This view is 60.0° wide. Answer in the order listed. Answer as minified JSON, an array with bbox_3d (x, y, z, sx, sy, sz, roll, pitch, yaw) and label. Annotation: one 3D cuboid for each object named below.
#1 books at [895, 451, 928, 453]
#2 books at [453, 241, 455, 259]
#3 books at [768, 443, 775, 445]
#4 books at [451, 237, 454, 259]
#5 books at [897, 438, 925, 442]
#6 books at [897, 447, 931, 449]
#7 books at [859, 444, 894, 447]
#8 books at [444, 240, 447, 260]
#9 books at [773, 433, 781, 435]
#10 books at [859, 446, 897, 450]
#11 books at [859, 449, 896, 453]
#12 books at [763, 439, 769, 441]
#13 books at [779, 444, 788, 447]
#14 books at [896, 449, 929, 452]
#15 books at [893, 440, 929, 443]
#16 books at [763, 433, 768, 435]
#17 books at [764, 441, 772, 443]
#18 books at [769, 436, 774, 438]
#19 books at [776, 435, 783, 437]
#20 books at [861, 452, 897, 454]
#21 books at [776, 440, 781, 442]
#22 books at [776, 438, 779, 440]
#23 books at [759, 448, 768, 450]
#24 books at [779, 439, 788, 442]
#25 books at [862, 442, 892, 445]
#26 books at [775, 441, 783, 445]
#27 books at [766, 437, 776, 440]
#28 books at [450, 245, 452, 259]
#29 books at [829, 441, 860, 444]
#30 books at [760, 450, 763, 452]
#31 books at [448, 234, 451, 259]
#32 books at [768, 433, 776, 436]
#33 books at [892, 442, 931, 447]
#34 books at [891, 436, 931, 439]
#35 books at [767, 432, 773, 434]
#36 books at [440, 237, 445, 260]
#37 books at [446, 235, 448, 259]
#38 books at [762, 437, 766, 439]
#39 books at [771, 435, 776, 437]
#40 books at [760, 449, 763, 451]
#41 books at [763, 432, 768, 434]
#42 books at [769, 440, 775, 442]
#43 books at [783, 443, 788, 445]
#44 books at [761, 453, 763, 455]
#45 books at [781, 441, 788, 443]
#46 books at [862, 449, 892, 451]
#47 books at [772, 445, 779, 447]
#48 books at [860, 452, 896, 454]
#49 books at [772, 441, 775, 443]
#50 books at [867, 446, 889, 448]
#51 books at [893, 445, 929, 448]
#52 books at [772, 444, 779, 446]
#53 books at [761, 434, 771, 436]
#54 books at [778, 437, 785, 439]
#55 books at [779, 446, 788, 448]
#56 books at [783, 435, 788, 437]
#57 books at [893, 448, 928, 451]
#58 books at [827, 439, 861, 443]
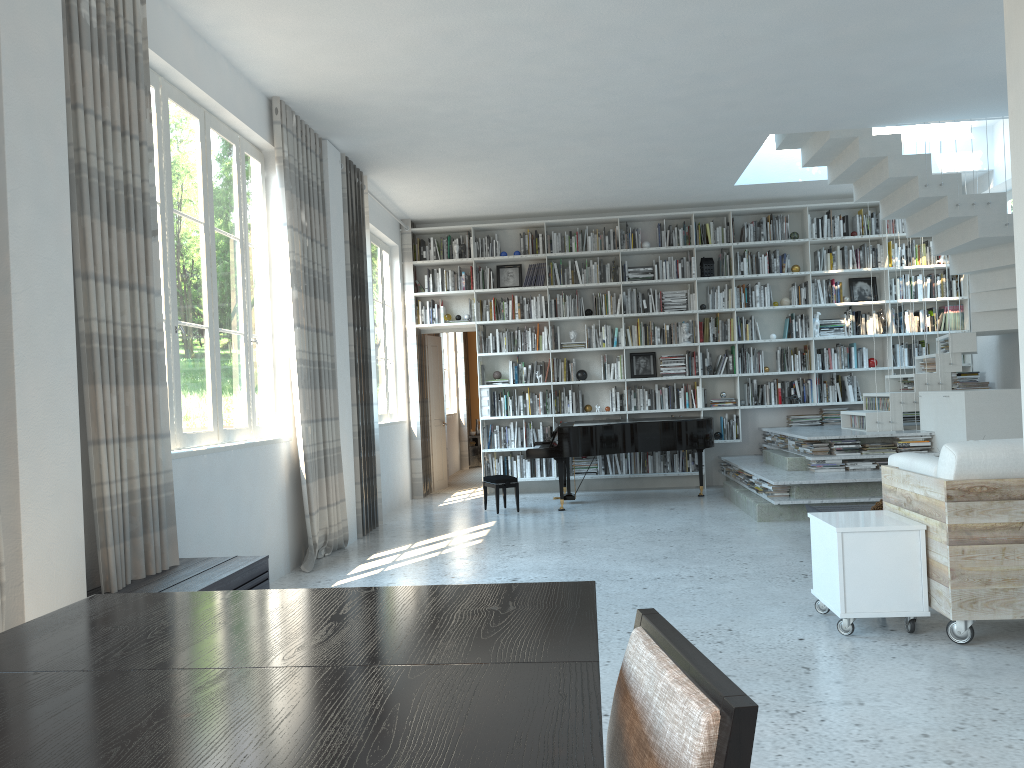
[{"bbox_3d":[3.597,0.606,7.991,0.220,0.011,0.177,-3,-1,3],"label":"books"},{"bbox_3d":[-0.671,-1.549,10.424,0.021,0.226,0.156,-3,0,5],"label":"books"},{"bbox_3d":[2.936,0.658,9.771,0.173,0.017,0.233,-3,-1,4],"label":"books"},{"bbox_3d":[-0.689,-1.573,10.426,0.013,0.275,0.158,-3,0,5],"label":"books"},{"bbox_3d":[3.592,0.500,7.993,0.192,0.024,0.167,-3,-1,10],"label":"books"},{"bbox_3d":[3.594,0.572,7.982,0.281,0.008,0.181,-3,-1,10],"label":"books"},{"bbox_3d":[3.297,0.553,8.021,0.245,0.013,0.172,-3,-1,4],"label":"books"},{"bbox_3d":[-0.776,-1.560,10.441,0.030,0.257,0.130,-3,0,5],"label":"books"},{"bbox_3d":[2.901,0.534,9.468,0.165,0.015,0.243,-3,-1,0],"label":"books"},{"bbox_3d":[3.296,0.577,8.004,0.273,0.014,0.187,-3,-1,0],"label":"books"},{"bbox_3d":[3.300,0.606,8.034,0.293,0.014,0.134,-3,-1,2],"label":"books"},{"bbox_3d":[2.953,0.630,10.062,0.175,0.017,0.265,-3,-1,8],"label":"books"},{"bbox_3d":[2.881,0.632,9.182,0.178,0.014,0.247,-3,-1,3],"label":"books"},{"bbox_3d":[3.597,0.596,8.001,0.259,0.009,0.152,-3,-1,2],"label":"books"},{"bbox_3d":[3.592,0.518,7.986,0.261,0.012,0.179,-3,-1,9],"label":"books"},{"bbox_3d":[2.958,0.563,10.061,0.167,0.008,0.234,-3,-1,4],"label":"books"},{"bbox_3d":[2.962,0.647,10.061,0.163,0.017,0.232,-3,-1,7],"label":"books"},{"bbox_3d":[2.931,0.579,9.771,0.171,0.007,0.206,-3,-1,7],"label":"books"},{"bbox_3d":[2.914,0.547,9.467,0.149,0.013,0.220,-3,-1,8],"label":"books"},{"bbox_3d":[3.299,0.622,8.014,0.291,0.007,0.174,-3,-1,8],"label":"books"},{"bbox_3d":[2.918,0.606,9.467,0.154,0.018,0.221,-3,-1,4],"label":"books"},{"bbox_3d":[2.921,0.591,9.467,0.150,0.013,0.215,-3,-1,5],"label":"books"},{"bbox_3d":[2.923,0.735,10.099,0.184,0.006,0.262,-3,-1,6],"label":"books"},{"bbox_3d":[2.880,0.582,9.182,0.179,0.017,0.293,-3,-1,6],"label":"books"},{"bbox_3d":[3.296,0.541,8.014,0.203,0.011,0.173,-3,-1,0],"label":"books"},{"bbox_3d":[2.907,0.627,9.468,0.164,0.023,0.242,-3,-1,9],"label":"books"},{"bbox_3d":[2.921,0.597,9.772,0.189,0.030,0.237,-3,-1,2],"label":"books"},{"bbox_3d":[-0.706,-1.528,10.421,0.024,0.187,0.159,-3,0,5],"label":"books"},{"bbox_3d":[3.016,0.528,8.045,0.228,0.009,0.159,-3,-1,1],"label":"books"},{"bbox_3d":[2.934,0.761,10.098,0.170,0.012,0.215,-3,-1,5],"label":"books"},{"bbox_3d":[-0.734,-1.591,10.434,0.029,0.314,0.129,-3,0,5],"label":"books"},{"bbox_3d":[2.936,0.554,9.771,0.163,0.018,0.289,-3,-1,4],"label":"books"},{"bbox_3d":[3.594,0.539,7.993,0.284,0.030,0.177,-3,-1,6],"label":"books"},{"bbox_3d":[3.590,0.481,7.982,0.285,0.013,0.181,-3,-1,0],"label":"books"},{"bbox_3d":[2.925,0.529,9.772,0.171,0.020,0.193,-3,-1,0],"label":"books"},{"bbox_3d":[-0.812,-1.571,10.426,0.039,0.282,0.181,-3,0,5],"label":"books"},{"bbox_3d":[-0.756,-1.585,10.425,0.014,0.304,0.145,-3,0,5],"label":"books"},{"bbox_3d":[2.957,0.616,10.061,0.179,0.012,0.261,-3,-1,5],"label":"books"},{"bbox_3d":[2.937,0.569,9.771,0.143,0.012,0.264,-3,-1,10],"label":"books"},{"bbox_3d":[2.937,0.749,10.098,0.159,0.012,0.278,-3,-1,4],"label":"books"},{"bbox_3d":[2.958,0.553,10.061,0.159,0.011,0.246,-3,-1,2],"label":"books"},{"bbox_3d":[2.940,0.624,9.771,0.152,0.009,0.259,-3,-1,2],"label":"books"},{"bbox_3d":[2.902,0.616,9.180,0.138,0.017,0.237,-3,-1,4],"label":"books"},{"bbox_3d":[2.937,0.796,10.098,0.163,0.019,0.187,-3,-1,4],"label":"books"},{"bbox_3d":[2.889,0.599,9.181,0.159,0.018,0.203,-3,-1,3],"label":"books"},{"bbox_3d":[3.298,0.592,8.019,0.214,0.015,0.177,-3,-1,6],"label":"books"},{"bbox_3d":[2.905,0.657,9.468,0.183,0.012,0.296,-3,-1,4],"label":"books"},{"bbox_3d":[3.299,0.616,8.014,0.287,0.005,0.165,-3,-1,10],"label":"books"},{"bbox_3d":[2.953,0.639,9.770,0.131,0.021,0.240,-3,-1,7],"label":"books"},{"bbox_3d":[3.298,0.565,8.026,0.179,0.010,0.160,-3,-1,7],"label":"books"},{"bbox_3d":[3.595,0.561,8.002,0.268,0.014,0.160,-3,-1,4],"label":"books"},{"bbox_3d":[2.899,0.645,9.469,0.190,0.012,0.235,-3,-1,3],"label":"books"},{"bbox_3d":[2.949,0.575,10.062,0.171,0.015,0.253,-3,-1,0],"label":"books"},{"bbox_3d":[2.875,0.557,9.182,0.187,0.009,0.261,-3,-1,4],"label":"books"},{"bbox_3d":[2.875,0.645,9.182,0.182,0.011,0.253,-3,-1,9],"label":"books"},{"bbox_3d":[2.888,0.525,9.181,0.139,0.028,0.261,-3,-1,10],"label":"books"},{"bbox_3d":[3.597,0.584,8.007,0.262,0.016,0.132,-3,-1,0],"label":"books"},{"bbox_3d":[3.018,0.516,8.066,0.261,0.016,0.128,-3,-1,4],"label":"books"}]
